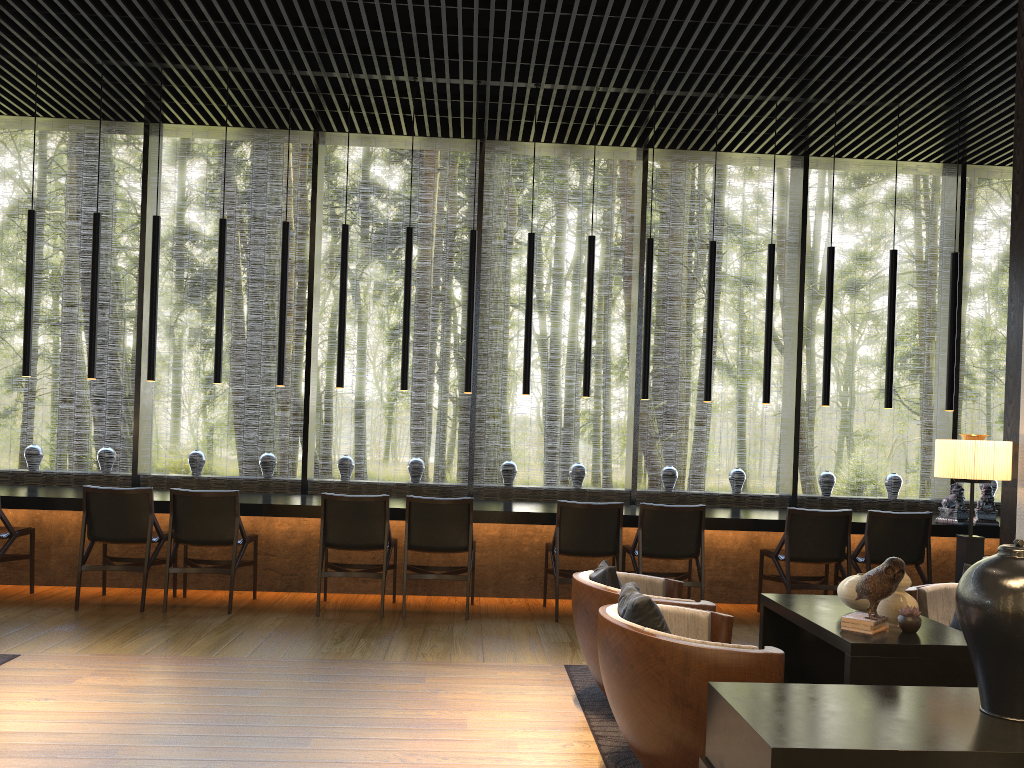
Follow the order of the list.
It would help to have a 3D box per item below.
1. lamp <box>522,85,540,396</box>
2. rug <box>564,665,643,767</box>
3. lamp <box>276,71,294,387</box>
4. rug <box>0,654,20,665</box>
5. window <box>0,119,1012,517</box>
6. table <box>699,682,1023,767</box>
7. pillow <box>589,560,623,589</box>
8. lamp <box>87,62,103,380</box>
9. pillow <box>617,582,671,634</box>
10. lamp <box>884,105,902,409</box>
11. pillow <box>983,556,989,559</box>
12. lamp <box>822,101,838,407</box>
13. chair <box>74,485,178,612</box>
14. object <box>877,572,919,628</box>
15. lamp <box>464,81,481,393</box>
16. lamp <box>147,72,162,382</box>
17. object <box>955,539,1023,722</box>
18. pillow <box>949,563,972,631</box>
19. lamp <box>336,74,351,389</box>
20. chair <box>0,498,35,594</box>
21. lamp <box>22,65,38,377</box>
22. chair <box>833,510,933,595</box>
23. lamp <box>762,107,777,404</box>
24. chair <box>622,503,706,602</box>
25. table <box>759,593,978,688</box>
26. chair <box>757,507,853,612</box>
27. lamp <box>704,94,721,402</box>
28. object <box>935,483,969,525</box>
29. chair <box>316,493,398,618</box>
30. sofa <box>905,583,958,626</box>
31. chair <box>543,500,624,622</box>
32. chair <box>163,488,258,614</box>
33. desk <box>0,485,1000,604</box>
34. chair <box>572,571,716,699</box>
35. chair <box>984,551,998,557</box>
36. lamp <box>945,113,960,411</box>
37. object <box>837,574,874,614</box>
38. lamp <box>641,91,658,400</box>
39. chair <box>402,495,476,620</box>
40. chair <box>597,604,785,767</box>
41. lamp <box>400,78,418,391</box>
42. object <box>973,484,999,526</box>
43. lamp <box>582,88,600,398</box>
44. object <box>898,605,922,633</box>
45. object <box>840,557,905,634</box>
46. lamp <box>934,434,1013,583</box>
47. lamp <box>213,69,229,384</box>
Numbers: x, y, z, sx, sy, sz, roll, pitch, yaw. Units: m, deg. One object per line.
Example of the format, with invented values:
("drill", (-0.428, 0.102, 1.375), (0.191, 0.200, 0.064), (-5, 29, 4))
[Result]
("lamp", (0.152, -1.121, 6.909), (0.060, 2.420, 0.060), (2, 0, -8))
("rug", (1.454, 1.534, 3.924), (2.241, 0.008, 2.044), (2, -3, -3))
("lamp", (-1.741, -1.192, 6.818), (0.060, 2.420, 0.060), (2, 0, -8))
("rug", (-3.681, 1.341, 3.677), (2.241, 0.008, 1.961), (2, -3, -3))
("window", (-9.956, -1.096, 1.891), (31.872, 4.226, 12.072), (2, -3, -3))
("table", (1.573, 1.193, 2.487), (1.959, 0.513, 0.621), (2, -2, -3))
("pillow", (0.468, 1.006, 4.215), (0.205, 0.338, 0.442), (2, -2, 4))
("lamp", (-3.164, -1.246, 6.750), (0.060, 2.420, 0.060), (2, 0, -8))
("pillow", (0.511, 0.954, 3.357), (0.222, 0.362, 0.399), (2, -2, -2))
("lamp", (3.038, -1.012, 7.048), (0.060, 2.420, 0.060), (2, 0, -8))
("pillow", (2.404, 1.043, 4.244), (0.201, 0.399, 0.433), (2, -2, -24))
("lamp", (2.531, -1.031, 7.024), (0.060, 2.420, 0.060), (2, 0, -8))
("chair", (-2.677, 1.114, 6.157), (0.525, 0.827, 0.563), (2, -1, -3))
("object", (1.607, 0.880, 3.702), (0.174, 0.257, 0.174), (2, -1, 17))
("lamp", (-0.301, -1.138, 6.888), (0.060, 2.420, 0.060), (2, 0, 2))
("lamp", (-2.719, -1.229, 6.771), (0.060, 2.420, 0.060), (2, 0, -8))
("object", (1.424, 0.685, 2.502), (0.311, 0.492, 0.311), (2, -1, -14))
("pillow", (2.253, 1.052, 4.136), (0.219, 0.361, 0.472), (2, -2, -6))
("lamp", (-1.288, -1.175, 6.840), (0.060, 2.420, 0.060), (2, 0, 2))
("chair", (-3.688, 1.076, 6.108), (0.525, 0.827, 0.563), (2, -1, -3))
("lamp", (-3.648, -1.264, 6.726), (0.060, 2.420, 0.060), (2, 0, -8))
("chair", (2.705, 1.316, 6.416), (0.525, 0.827, 0.563), (2, -1, -3))
("lamp", (2.052, -1.049, 7.001), (0.060, 2.420, 0.060), (2, 0, -8))
("chair", (1.094, 1.256, 6.338), (0.525, 0.827, 0.563), (2, -1, -3))
("table", (1.533, 1.276, 3.876), (0.575, 0.517, 1.043), (2, -3, -3))
("chair", (2.131, 1.295, 6.388), (0.525, 0.827, 0.563), (2, -1, -3))
("lamp", (1.583, -1.067, 6.978), (0.060, 2.420, 0.060), (2, 0, -8))
("object", (3.426, 0.923, 6.853), (0.162, 0.310, 0.207), (2, -1, -23))
("chair", (-1.092, 1.173, 6.233), (0.525, 0.827, 0.563), (2, -1, -3))
("sofa", (2.315, 1.220, 3.906), (0.603, 0.693, 1.451), (2, -3, -3))
("chair", (0.520, 1.234, 6.311), (0.525, 0.827, 0.563), (2, -1, -3))
("chair", (-2.103, 1.135, 6.184), (0.525, 0.827, 0.563), (2, -1, -3))
("desk", (-9.709, 0.902, 6.190), (28.722, 0.759, 1.782), (2, -3, -3))
("chair", (0.580, 1.223, 4.217), (0.606, 0.604, 0.805), (2, -2, -3))
("chair", (3.743, 1.356, 6.466), (0.525, 0.827, 0.563), (2, -1, -3))
("lamp", (3.536, -0.993, 7.072), (0.060, 2.420, 0.060), (2, 0, -8))
("object", (1.592, 0.943, 3.981), (0.246, 0.168, 0.245), (4, -3, -45))
("lamp", (1.086, -1.085, 6.954), (0.060, 2.420, 0.060), (2, 0, -8))
("chair", (-0.518, 1.195, 6.261), (0.525, 0.827, 0.563), (2, -1, -3))
("chair", (0.621, 1.174, 3.362), (0.606, 0.604, 0.805), (2, -2, -3))
("lamp", (-0.794, -1.156, 6.864), (0.060, 2.420, 0.060), (2, 0, -8))
("object", (3.676, 0.931, 6.860), (0.163, 0.313, 0.209), (2, -1, 22))
("lamp", (0.624, -1.103, 6.932), (0.060, 2.420, 0.060), (2, 0, -8))
("object", (1.608, 0.946, 3.577), (0.091, 0.112, 0.091), (3, -2, -40))
("object", (1.474, 0.842, 3.573), (0.229, 0.309, 0.174), (1, -1, 43))
("lamp", (2.509, 0.954, 4.857), (0.374, 1.350, 0.375), (2, 0, 27))
("lamp", (-2.218, -1.210, 6.795), (0.060, 2.420, 0.060), (2, 0, 2))
